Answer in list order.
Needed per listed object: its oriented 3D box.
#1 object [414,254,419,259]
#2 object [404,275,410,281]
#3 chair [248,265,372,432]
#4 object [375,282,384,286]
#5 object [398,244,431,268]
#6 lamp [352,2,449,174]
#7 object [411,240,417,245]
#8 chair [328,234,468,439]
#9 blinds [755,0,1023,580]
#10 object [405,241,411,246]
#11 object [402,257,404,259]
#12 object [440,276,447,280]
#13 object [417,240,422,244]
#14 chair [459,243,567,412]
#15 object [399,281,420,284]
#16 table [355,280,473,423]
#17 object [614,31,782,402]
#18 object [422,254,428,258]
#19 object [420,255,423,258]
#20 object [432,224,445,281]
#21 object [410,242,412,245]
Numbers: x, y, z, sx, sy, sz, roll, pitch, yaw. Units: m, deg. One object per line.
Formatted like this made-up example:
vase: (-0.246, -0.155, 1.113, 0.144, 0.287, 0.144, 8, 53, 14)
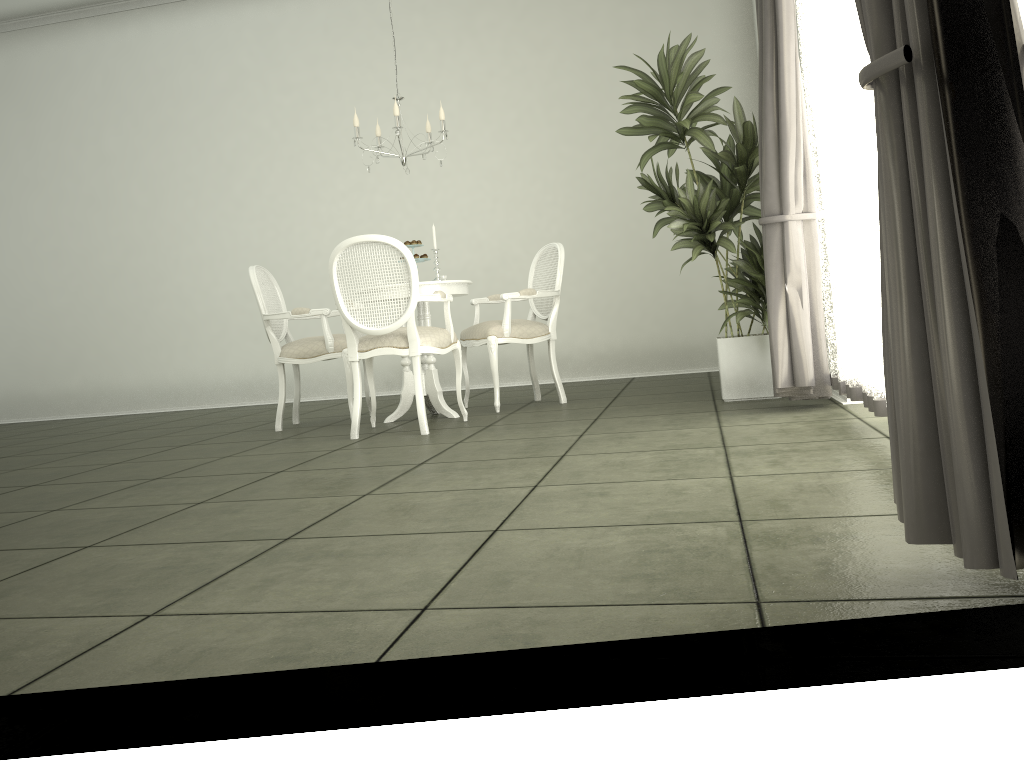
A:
object: (-0.590, -0.787, 5.446, 0.039, 0.032, 0.039, -4, 2, 33)
object: (-0.610, -0.630, 5.294, 0.077, 0.049, 0.063, -3, 3, 44)
chair: (-1.300, -0.265, 5.703, 0.690, 1.066, 0.594, -5, 0, 2)
object: (-0.855, -0.627, 5.650, 0.077, 0.049, 0.062, -4, 2, 22)
object: (-0.609, -0.740, 5.515, 0.210, 0.249, 0.211, -4, 1, 44)
lamp: (-0.793, -2.563, 5.572, 0.595, 2.444, 0.590, -5, -1, -11)
object: (-0.608, -0.877, 5.480, 0.039, 0.032, 0.039, -6, 2, -32)
chair: (-0.648, -0.267, 4.862, 0.594, 1.066, 0.691, -5, 0, 12)
blinds: (1.211, -1.079, 2.930, 0.659, 2.605, 3.669, -5, 2, 12)
object: (-0.648, -0.874, 5.488, 0.039, 0.032, 0.039, -4, 2, 18)
object: (-0.662, -0.782, 5.461, 0.039, 0.032, 0.039, -6, 2, -27)
object: (-0.454, -0.669, 5.672, 0.078, 0.049, 0.062, -5, 2, -8)
object: (-0.581, -0.881, 5.511, 0.039, 0.032, 0.039, -4, 2, 33)
chair: (0.031, -0.390, 5.832, 0.692, 1.066, 0.593, -5, 0, -23)
object: (-0.613, -0.606, 5.298, 0.118, 0.016, 0.119, -5, 4, 2)
table: (-0.580, -0.201, 5.515, 0.739, 0.831, 0.741, -5, 1, 9)
object: (1.255, -0.971, 5.118, 1.035, 2.101, 1.165, -5, -1, 30)
object: (-0.542, -0.795, 5.501, 0.039, 0.032, 0.039, -6, 2, -37)
object: (-0.565, -0.798, 5.571, 0.039, 0.032, 0.039, -6, 2, -27)
object: (-0.465, -0.801, 5.374, 0.088, 0.365, 0.087, -5, -1, -11)
object: (-0.634, -0.880, 5.557, 0.039, 0.032, 0.039, -4, 2, 43)
